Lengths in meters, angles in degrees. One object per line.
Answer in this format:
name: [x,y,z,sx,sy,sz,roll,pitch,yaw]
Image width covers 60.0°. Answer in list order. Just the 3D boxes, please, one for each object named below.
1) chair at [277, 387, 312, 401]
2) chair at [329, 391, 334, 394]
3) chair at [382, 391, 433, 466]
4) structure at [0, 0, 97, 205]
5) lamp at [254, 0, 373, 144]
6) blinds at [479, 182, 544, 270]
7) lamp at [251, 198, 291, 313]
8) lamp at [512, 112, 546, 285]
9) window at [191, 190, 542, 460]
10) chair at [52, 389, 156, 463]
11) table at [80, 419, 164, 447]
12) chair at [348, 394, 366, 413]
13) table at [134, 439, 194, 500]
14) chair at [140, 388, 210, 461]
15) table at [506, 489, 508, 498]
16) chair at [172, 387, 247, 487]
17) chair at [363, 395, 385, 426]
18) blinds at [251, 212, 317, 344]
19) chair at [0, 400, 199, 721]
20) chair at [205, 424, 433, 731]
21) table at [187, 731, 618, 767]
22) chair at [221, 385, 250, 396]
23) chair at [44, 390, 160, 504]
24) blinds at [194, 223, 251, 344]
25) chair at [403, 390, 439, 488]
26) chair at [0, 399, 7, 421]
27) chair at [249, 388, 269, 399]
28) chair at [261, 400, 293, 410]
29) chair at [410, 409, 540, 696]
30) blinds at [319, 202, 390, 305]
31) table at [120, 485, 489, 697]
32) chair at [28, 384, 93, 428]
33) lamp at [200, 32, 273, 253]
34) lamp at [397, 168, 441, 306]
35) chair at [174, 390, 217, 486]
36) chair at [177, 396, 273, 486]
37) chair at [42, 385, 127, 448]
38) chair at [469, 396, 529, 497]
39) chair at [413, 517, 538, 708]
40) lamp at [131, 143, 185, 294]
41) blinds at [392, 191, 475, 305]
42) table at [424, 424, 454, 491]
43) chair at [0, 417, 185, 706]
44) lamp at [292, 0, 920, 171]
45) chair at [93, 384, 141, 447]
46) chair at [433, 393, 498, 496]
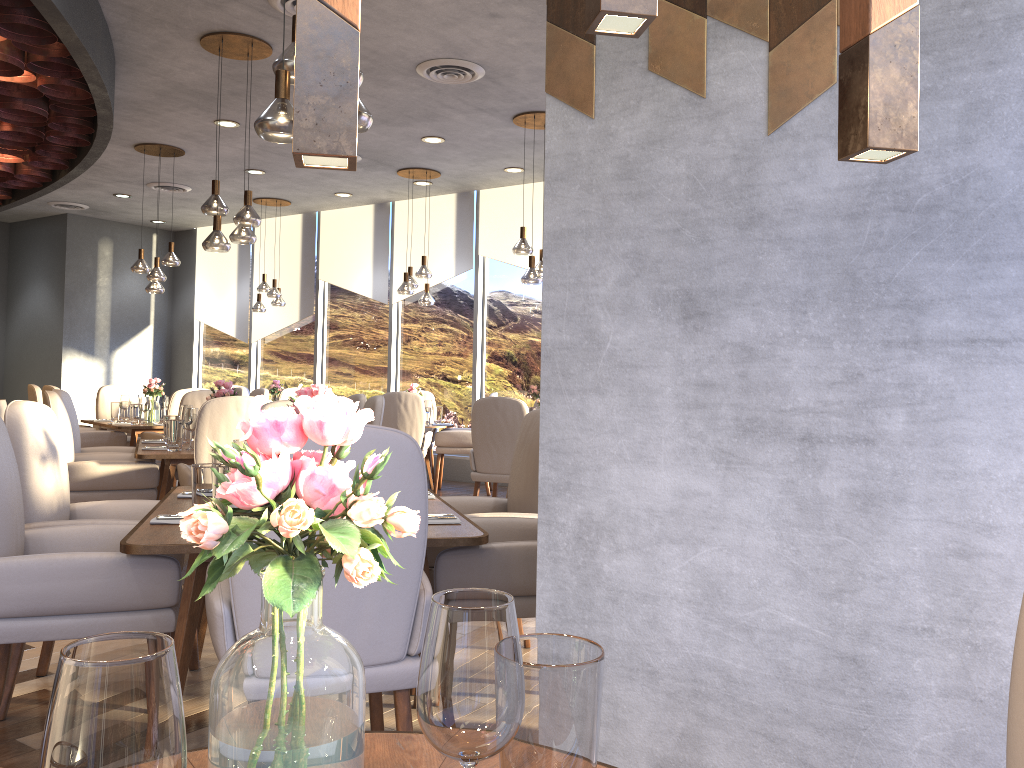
chair: [-2.571,0.535,10.030,0.528,1.001,0.599,2,-2,-41]
chair: [-1.613,0.555,8.871,0.600,1.001,0.528,1,-1,0]
chair: [-1.014,0.567,8.244,0.528,1.001,0.599,1,-1,-2]
structure: [-4.150,-2.063,5.639,2.754,0.557,9.450,1,0,-26]
lamp: [-0.641,-1.458,2.983,0.439,1.327,0.439,1,-2,20]
blinds: [0.137,-2.383,9.411,1.173,2.683,0.007,0,-2,35]
lamp: [-2.868,-1.506,10.522,0.439,1.327,0.439,0,-2,34]
lamp: [0.213,-1.442,7.044,0.439,1.327,0.439,0,-2,37]
window: [0.892,-0.742,5.465,8.059,3.202,16.113,1,0,-10]
chair: [-2.562,0.536,5.549,0.599,1.001,0.528,2,-2,-19]
table: [-3.319,0.686,8.163,0.964,0.666,1.307,2,-1,-39]
chair: [-1.319,0.561,6.039,0.599,1.001,0.528,2,-2,-25]
table: [-1.828,0.717,5.521,0.964,0.666,1.306,1,0,-22]
chair: [-2.800,0.531,7.518,0.528,1.001,0.599,2,-2,-42]
table: [0.141,0.759,6.964,0.834,0.663,0.833,1,-1,-6]
chair: [-2.986,0.527,8.806,0.599,1.001,0.528,2,-2,-41]
chair: [-1.112,0.566,5.513,0.599,1.001,0.528,2,-2,-19]
blinds: [-2.958,-1.865,11.515,1.173,2.683,0.007,0,-2,35]
chair: [-1.408,0.560,3.059,0.599,1.001,0.528,1,-1,-12]
chair: [-0.472,0.580,2.155,0.528,1.001,0.599,2,-1,-17]
table: [-0.148,0.754,0.654,0.834,0.663,0.833,1,-1,26]
chair: [-3.327,0.519,10.911,0.528,1.001,0.599,2,-2,-42]
chair: [-2.334,0.541,5.027,0.599,1.001,0.528,2,-2,-27]
blinds: [-3.988,-1.887,12.224,1.173,2.683,0.007,0,-2,35]
chair: [-1.042,0.566,9.405,0.528,1.001,0.599,1,-1,-3]
chair: [-5.089,0.564,8.326,0.595,0.838,0.774,1,-1,-6]
chair: [-2.635,0.534,8.362,0.599,1.001,0.528,2,-2,-36]
chair: [-0.915,0.570,3.749,0.528,1.001,0.599,1,-1,-12]
chair: [-0.123,0.587,3.388,0.599,1.001,0.528,2,-2,-17]
blinds: [-1.920,-2.280,10.821,1.173,2.683,0.007,0,-2,35]
table: [-0.688,0.741,2.936,0.964,0.666,1.306,1,0,-15]
chair: [-4.032,0.505,7.975,0.599,1.001,0.528,2,-2,-36]
lamp: [-1.759,-1.482,5.598,0.439,1.327,0.439,0,-2,40]
lamp: [-0.953,-1.466,8.930,0.439,1.327,0.439,0,-2,28]
chair: [-2.160,0.544,6.295,0.528,1.001,0.599,2,-1,-19]
chair: [-1.508,0.558,4.759,0.528,1.001,0.599,2,-2,-25]
chair: [-3.663,0.513,7.542,0.599,1.001,0.528,2,-2,-43]
chair: [-0.020,0.588,6.419,0.528,1.001,0.599,1,-1,16]
chair: [0.015,0.590,2.839,0.599,1.001,0.528,1,-1,-12]
lamp: [-3.286,-1.514,8.217,0.439,1.327,0.439,2,-2,-17]
blinds: [-0.893,-2.259,10.113,1.173,2.683,0.007,0,-2,35]
table: [-1.004,0.735,8.848,0.834,0.663,0.833,1,-1,34]
chair: [-1.247,0.564,2.513,0.599,1.001,0.528,2,-2,-19]
lamp: [-0.131,-1.146,0.749,1.161,1.933,0.118,1,-2,-10]
chair: [-3.865,0.509,8.806,0.528,1.001,0.599,2,-2,-36]
chair: [-0.452,0.578,8.829,0.600,1.001,0.528,1,-1,1]
